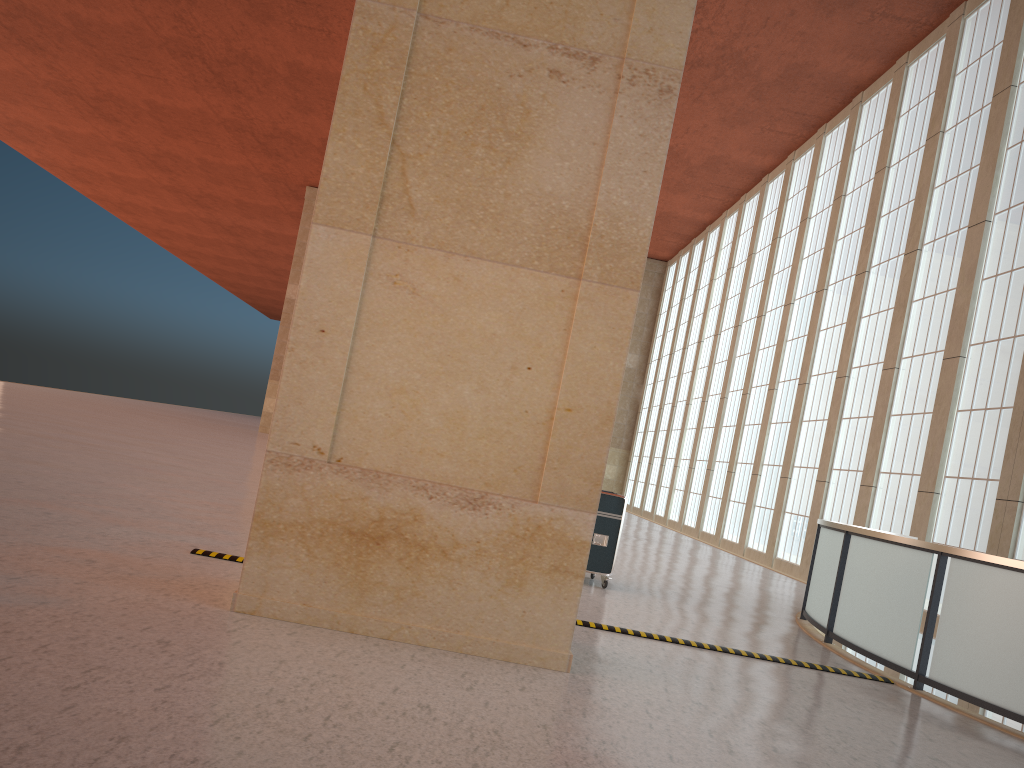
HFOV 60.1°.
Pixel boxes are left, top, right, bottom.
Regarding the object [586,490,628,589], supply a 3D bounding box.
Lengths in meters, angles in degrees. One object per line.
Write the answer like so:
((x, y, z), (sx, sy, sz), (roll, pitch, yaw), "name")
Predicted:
((1.186, 2.499, 14.771), (1.056, 1.540, 1.274), (11, -2, -3), "object")

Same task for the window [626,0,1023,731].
((7.525, 6.339, 77.210), (0.010, 28.594, 165.195), (11, -4, -3), "window")

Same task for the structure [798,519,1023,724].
((7.283, 3.340, 11.582), (5.259, 1.792, 13.072), (12, -5, -13), "structure")
